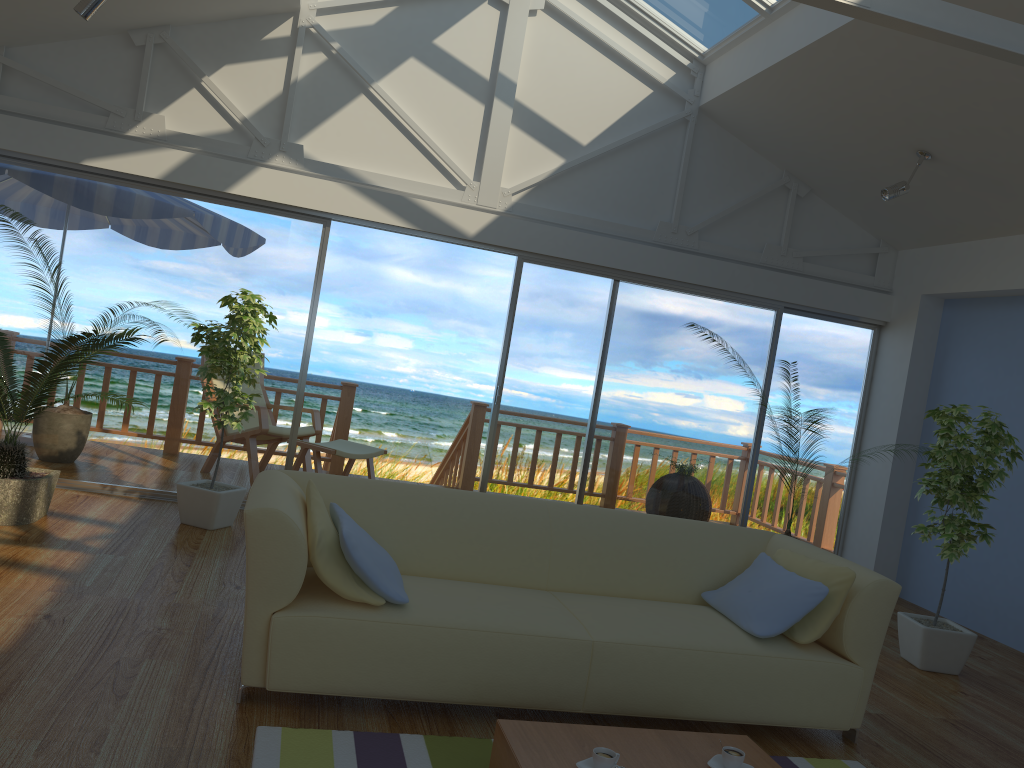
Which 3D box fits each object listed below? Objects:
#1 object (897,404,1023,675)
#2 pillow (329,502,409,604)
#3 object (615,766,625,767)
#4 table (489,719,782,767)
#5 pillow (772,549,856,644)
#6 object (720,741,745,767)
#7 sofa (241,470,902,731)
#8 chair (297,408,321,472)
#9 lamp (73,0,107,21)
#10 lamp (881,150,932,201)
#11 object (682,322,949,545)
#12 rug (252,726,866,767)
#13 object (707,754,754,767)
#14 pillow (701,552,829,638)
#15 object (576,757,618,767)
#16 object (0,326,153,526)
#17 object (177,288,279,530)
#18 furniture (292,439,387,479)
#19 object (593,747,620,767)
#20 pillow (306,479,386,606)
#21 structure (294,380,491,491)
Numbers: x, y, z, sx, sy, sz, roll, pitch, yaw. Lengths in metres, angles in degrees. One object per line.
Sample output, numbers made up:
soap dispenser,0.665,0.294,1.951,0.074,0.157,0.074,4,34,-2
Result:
object,2.325,0.801,4.647,0.495,1.409,0.699,10,1,30
pillow,-0.516,0.601,3.188,0.272,0.244,0.566,9,1,-16
object,0.318,1.013,2.325,0.119,0.021,0.025,9,1,-23
table,0.415,1.142,2.251,0.800,0.198,0.800,9,1,-14
pillow,1.117,0.823,3.569,0.201,0.311,0.559,9,1,-13
object,0.617,1.027,2.456,0.086,0.077,0.062,8,2,-43
sofa,0.184,0.827,3.500,2.448,0.597,0.950,9,1,-14
chair,-2.036,0.249,7.075,0.859,0.982,0.632,10,1,31
lamp,-2.052,-1.944,4.290,0.194,0.353,0.125,9,1,-31
lamp,2.383,-1.256,5.377,0.254,0.327,0.118,9,1,4
object,1.955,0.570,5.744,1.706,1.695,1.563,9,1,-22
rug,0.392,1.247,2.268,2.100,0.018,1.400,9,1,-14
object,0.605,1.063,2.451,0.118,0.016,0.118,10,1,31
pillow,0.989,0.839,3.552,0.272,0.244,0.566,9,1,-11
object,0.234,1.006,2.304,0.118,0.016,0.118,10,2,42
object,-2.687,0.141,4.630,1.413,1.093,1.488,9,1,-31
object,-1.648,0.138,5.188,0.495,1.409,0.699,8,2,-40
furniture,-1.325,0.657,6.612,0.449,0.427,0.619,10,1,31
object,0.241,0.982,2.311,0.062,0.049,0.078,10,1,22
pillow,-0.600,0.550,3.157,0.275,0.312,0.571,9,1,-16
structure,-1.044,0.943,8.209,6.950,2.064,4.086,9,1,-14
